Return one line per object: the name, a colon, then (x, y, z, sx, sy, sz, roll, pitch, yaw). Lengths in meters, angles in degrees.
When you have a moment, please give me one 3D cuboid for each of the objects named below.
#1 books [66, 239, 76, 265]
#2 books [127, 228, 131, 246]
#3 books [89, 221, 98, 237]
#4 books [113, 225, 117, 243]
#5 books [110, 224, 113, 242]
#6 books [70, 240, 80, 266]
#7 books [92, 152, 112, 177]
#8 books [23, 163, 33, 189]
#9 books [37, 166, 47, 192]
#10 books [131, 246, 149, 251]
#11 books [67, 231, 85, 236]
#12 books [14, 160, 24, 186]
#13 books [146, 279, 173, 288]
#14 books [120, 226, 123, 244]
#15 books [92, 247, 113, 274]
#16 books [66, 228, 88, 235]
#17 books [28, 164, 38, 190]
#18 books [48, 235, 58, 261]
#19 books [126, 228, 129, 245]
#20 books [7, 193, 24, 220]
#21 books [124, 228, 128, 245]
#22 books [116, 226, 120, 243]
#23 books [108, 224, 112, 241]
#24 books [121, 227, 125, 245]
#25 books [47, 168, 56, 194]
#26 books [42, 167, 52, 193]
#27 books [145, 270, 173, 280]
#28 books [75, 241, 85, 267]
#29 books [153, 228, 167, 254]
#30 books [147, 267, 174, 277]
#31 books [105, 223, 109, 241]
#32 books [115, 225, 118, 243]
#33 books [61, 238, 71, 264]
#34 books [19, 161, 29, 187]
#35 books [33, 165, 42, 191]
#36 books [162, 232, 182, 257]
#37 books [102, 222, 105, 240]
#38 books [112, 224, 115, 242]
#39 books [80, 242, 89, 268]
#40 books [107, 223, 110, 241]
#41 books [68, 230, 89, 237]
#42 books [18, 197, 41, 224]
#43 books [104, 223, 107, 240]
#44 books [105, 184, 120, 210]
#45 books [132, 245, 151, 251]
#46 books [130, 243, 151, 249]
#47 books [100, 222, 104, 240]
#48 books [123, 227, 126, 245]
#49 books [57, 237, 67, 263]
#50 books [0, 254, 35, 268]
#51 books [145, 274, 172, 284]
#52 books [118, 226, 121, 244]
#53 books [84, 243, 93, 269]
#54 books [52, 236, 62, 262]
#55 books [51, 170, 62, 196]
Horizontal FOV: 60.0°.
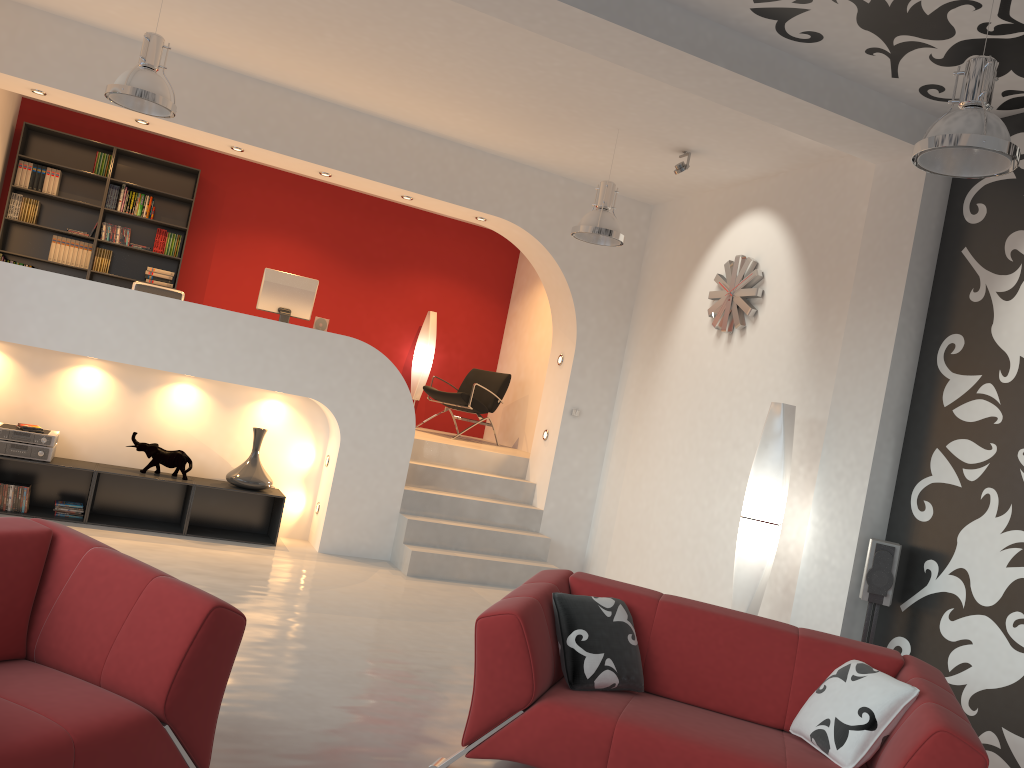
books: (-4.401, -1.305, 8.857, 0.040, 0.260, 0.200, 12, -2, -23)
books: (-3.917, -1.490, 9.072, 0.031, 0.190, 0.135, 12, -2, -23)
books: (-4.215, -1.551, 8.943, 0.063, 0.187, 0.135, 12, -2, -23)
books: (-4.038, -1.516, 9.020, 0.031, 0.190, 0.135, 12, -2, -23)
books: (-4.065, -1.521, 9.008, 0.031, 0.190, 0.135, 12, -2, -23)
books: (-4.365, -1.298, 8.873, 0.040, 0.260, 0.200, 12, -2, -23)
books: (-4.126, -2.190, 8.937, 0.146, 0.240, 0.170, 12, -2, -23)
books: (-4.726, -2.020, 8.681, 0.040, 0.260, 0.200, 12, -2, -23)
books: (-4.616, -1.997, 8.729, 0.040, 0.260, 0.200, 12, -2, -23)
books: (-3.819, -1.380, 9.120, 0.190, 0.015, 0.135, 12, -2, -28)
books: (-4.351, -1.492, 8.890, 0.190, 0.015, 0.135, 12, -2, -23)
books: (-4.799, -2.035, 8.650, 0.040, 0.260, 0.200, 12, -2, -23)
books: (-3.647, -1.035, 9.176, 0.260, 0.040, 0.200, 12, -2, -21)
books: (-3.984, -1.504, 9.043, 0.031, 0.190, 0.135, 12, -2, -23)
books: (-4.148, -1.242, 8.980, 0.146, 0.240, 0.170, 12, -2, -23)
books: (-4.355, -1.523, 8.886, 0.190, 0.015, 0.135, 12, -2, -23)
books: (-4.689, -2.012, 8.697, 0.040, 0.260, 0.200, 12, -2, -23)
books: (-4.547, -1.336, 8.794, 0.040, 0.260, 0.200, 12, -2, -23)
books: (-3.930, -1.493, 9.067, 0.031, 0.190, 0.135, 12, -2, -23)
books: (-4.845, -1.719, 8.661, 0.090, 0.256, 0.181, 12, -2, -23)
books: (-3.944, -1.496, 9.061, 0.031, 0.190, 0.135, 12, -2, -23)
books: (-4.011, -1.510, 9.032, 0.031, 0.190, 0.135, 12, -2, -23)
books: (-4.079, -1.524, 9.002, 0.031, 0.190, 0.135, 12, -2, -23)
books: (-3.971, -1.501, 9.049, 0.031, 0.190, 0.135, 12, -2, -23)
books: (-4.543, -1.981, 8.760, 0.040, 0.260, 0.200, 12, -2, -23)
books: (-4.579, -1.989, 8.745, 0.040, 0.260, 0.200, 12, -2, -23)
books: (-3.651, -1.117, 9.165, 0.260, 0.040, 0.200, 12, -2, -23)
books: (-4.328, -1.290, 8.889, 0.040, 0.260, 0.200, 12, -2, -23)
books: (-3.648, -1.467, 9.178, 0.090, 0.256, 0.181, 12, -2, -23)
books: (-3.631, -1.154, 9.162, 0.260, 0.040, 0.200, 12, -2, -23)
books: (-4.106, -1.530, 8.991, 0.031, 0.190, 0.135, 12, -2, -23)
books: (-4.025, -1.513, 9.026, 0.031, 0.190, 0.135, 12, -2, -23)
books: (-4.438, -1.313, 8.841, 0.040, 0.260, 0.200, 12, -2, -23)
books: (-4.762, -2.027, 8.666, 0.040, 0.260, 0.200, 12, -2, -23)
books: (-4.653, -2.004, 8.713, 0.040, 0.260, 0.200, 12, -2, -23)
books: (-3.540, -1.436, 9.224, 0.146, 0.240, 0.170, 12, -2, -23)
books: (-4.133, -1.536, 8.979, 0.031, 0.190, 0.135, 12, -2, -23)
books: (-4.052, -1.518, 9.014, 0.031, 0.190, 0.135, 12, -2, -23)
books: (-4.291, -1.282, 8.905, 0.040, 0.260, 0.200, 12, -2, -23)
books: (-4.093, -1.527, 8.996, 0.031, 0.190, 0.135, 12, -2, -23)
books: (-4.341, -1.505, 8.893, 0.190, 0.015, 0.135, 12, -2, -23)
books: (-4.738, -1.688, 8.707, 0.146, 0.240, 0.170, 12, -2, -23)
books: (-4.120, -1.533, 8.985, 0.031, 0.190, 0.135, 12, -2, -23)
books: (-4.048, -1.875, 8.987, 0.090, 0.256, 0.181, 12, -2, -23)
books: (-3.811, -1.394, 9.122, 0.190, 0.015, 0.135, 12, -2, -23)
books: (-3.817, -1.410, 9.119, 0.190, 0.015, 0.135, 12, -2, -18)
books: (-4.147, -1.538, 8.973, 0.031, 0.190, 0.135, 12, -2, -23)
books: (-3.957, -1.498, 9.055, 0.031, 0.190, 0.135, 12, -2, -23)
books: (-4.474, -1.321, 8.826, 0.040, 0.260, 0.200, 12, -2, -23)
books: (-4.844, -1.089, 8.671, 0.341, 0.286, 0.231, 12, -2, -23)
books: (-3.655, -1.077, 9.167, 0.260, 0.040, 0.200, 12, -2, -23)
books: (-3.998, -1.507, 9.037, 0.031, 0.190, 0.135, 12, -2, -23)
books: (-4.255, -1.275, 8.920, 0.040, 0.260, 0.200, 12, -2, -23)
books: (-4.510, -1.329, 8.810, 0.040, 0.260, 0.200, 12, -2, -23)
books: (-4.506, -1.974, 8.776, 0.040, 0.260, 0.200, 12, -2, -23)
